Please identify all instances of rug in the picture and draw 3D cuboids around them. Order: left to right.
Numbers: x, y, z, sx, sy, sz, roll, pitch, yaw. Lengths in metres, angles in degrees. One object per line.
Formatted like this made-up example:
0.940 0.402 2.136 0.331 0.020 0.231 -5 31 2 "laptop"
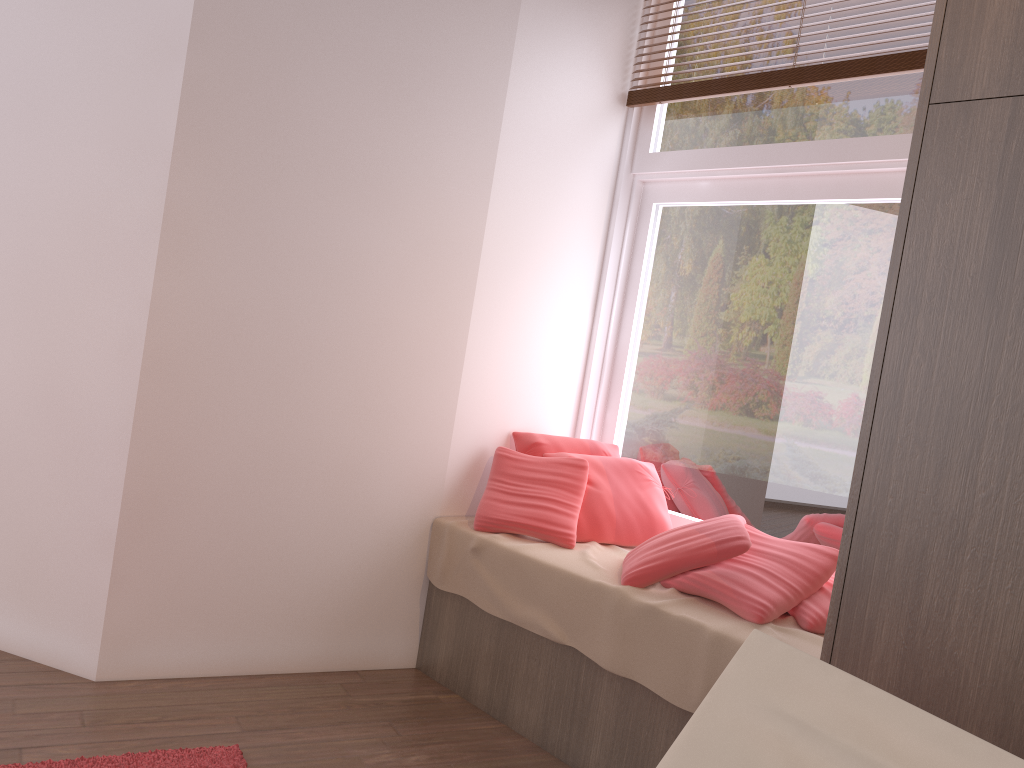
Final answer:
-1.165 0.945 0.115 2.938 0.016 3.344 8 2 -30 "rug"

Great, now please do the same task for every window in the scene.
0.894 -0.490 2.925 0.160 2.229 1.407 7 3 -43 "window"

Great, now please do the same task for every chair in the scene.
0.123 0.745 0.886 0.860 0.767 0.739 8 2 -30 "chair"

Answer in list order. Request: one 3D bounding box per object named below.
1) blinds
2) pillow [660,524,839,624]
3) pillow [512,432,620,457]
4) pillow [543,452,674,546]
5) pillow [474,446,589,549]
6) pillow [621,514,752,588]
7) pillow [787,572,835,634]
0.979 -1.514 2.815 0.042 1.142 1.373 7 3 -43 "blinds"
0.668 0.519 2.479 0.354 0.200 0.403 8 3 -34 "pillow"
0.218 0.366 3.197 0.484 0.334 0.193 8 2 -20 "pillow"
0.350 0.400 3.082 0.485 0.279 0.270 9 2 -16 "pillow"
0.072 0.371 2.965 0.357 0.278 0.264 10 2 12 "pillow"
0.513 0.483 2.600 0.356 0.234 0.389 9 2 8 "pillow"
0.895 0.582 2.483 0.373 0.150 0.397 9 2 -14 "pillow"
